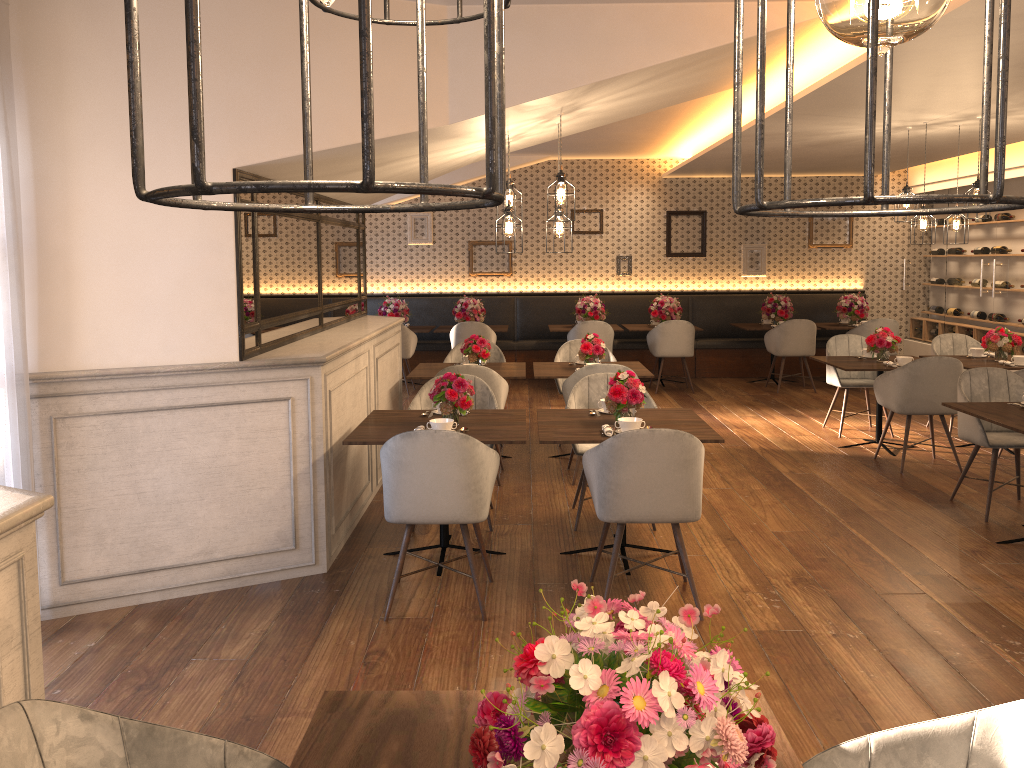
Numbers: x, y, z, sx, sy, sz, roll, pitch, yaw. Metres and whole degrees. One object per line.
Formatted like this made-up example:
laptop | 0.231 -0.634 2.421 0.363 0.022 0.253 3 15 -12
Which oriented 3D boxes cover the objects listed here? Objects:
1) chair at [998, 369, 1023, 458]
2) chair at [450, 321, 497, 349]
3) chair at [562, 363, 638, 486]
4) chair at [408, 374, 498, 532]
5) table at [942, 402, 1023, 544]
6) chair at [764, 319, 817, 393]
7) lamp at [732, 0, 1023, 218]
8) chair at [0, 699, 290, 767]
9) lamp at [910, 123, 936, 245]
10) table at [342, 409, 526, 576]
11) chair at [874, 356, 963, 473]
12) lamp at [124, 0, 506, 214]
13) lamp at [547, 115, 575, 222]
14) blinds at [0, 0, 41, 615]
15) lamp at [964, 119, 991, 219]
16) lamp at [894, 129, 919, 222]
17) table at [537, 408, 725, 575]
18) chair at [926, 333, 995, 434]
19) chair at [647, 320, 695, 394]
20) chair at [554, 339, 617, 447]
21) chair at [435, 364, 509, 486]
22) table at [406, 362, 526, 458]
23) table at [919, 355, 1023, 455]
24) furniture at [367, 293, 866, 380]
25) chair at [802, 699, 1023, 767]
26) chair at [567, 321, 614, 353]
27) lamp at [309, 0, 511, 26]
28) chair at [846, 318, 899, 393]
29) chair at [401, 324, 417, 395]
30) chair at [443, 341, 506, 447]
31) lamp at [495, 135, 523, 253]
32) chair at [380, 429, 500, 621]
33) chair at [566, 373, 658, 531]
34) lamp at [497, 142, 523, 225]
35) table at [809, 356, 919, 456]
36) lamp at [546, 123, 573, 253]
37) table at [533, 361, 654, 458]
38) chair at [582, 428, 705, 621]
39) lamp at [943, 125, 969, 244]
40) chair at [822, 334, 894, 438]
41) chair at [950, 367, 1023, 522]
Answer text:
chair | 4.038 0.189 6.656 0.565 0.868 0.529 0 6 1
chair | -0.470 -0.330 10.557 0.565 0.868 0.529 0 6 1
chair | 0.651 0.254 6.406 0.565 0.868 0.529 0 6 1
chair | -0.353 0.403 5.428 0.565 0.868 0.529 0 6 1
table | 3.016 0.528 4.877 0.896 0.717 0.902 0 7 1
chair | 3.321 -0.354 10.501 0.565 0.868 0.529 0 6 1
lamp | 0.227 -1.137 0.484 0.175 2.060 0.176 0 5 2
chair | -0.598 0.977 1.426 0.526 0.868 0.568 0 6 1
lamp | 3.321 -2.158 7.089 0.175 2.060 0.176 0 5 2
table | -0.369 0.571 4.781 0.896 0.717 0.902 0 7 1
chair | 3.079 0.195 6.670 0.565 0.868 0.529 0 6 1
lamp | -0.100 -1.117 0.363 0.175 2.060 0.176 0 5 2
lamp | 0.295 -2.031 5.373 0.175 2.060 0.176 0 5 2
blinds | -2.106 -0.182 3.137 0.134 2.685 1.388 0 6 1
lamp | 3.641 -2.323 6.866 0.175 2.060 0.176 0 5 2
lamp | 3.324 -2.397 7.400 0.175 2.060 0.176 0 5 2
table | 0.590 0.565 4.766 0.896 0.717 0.902 0 7 1
chair | 4.072 0.000 7.979 0.565 0.868 0.529 0 6 1
chair | 1.905 -0.345 10.522 0.565 0.868 0.529 0 6 1
chair | 0.639 0.065 7.730 0.565 0.868 0.529 0 6 1
chair | -0.308 0.260 6.420 0.565 0.868 0.529 0 6 1
table | -0.336 0.240 7.096 0.896 0.717 0.902 0 7 1
table | 4.010 0.169 7.331 0.896 0.717 0.902 0 7 1
furniture | 1.229 -0.631 11.827 7.087 1.076 0.544 0 6 1
chair | 0.730 0.966 1.425 0.526 0.868 0.568 0 6 1
chair | 0.946 -0.339 10.536 0.565 0.868 0.529 0 6 1
lamp | -0.097 -1.356 0.674 0.175 2.060 0.176 0 5 2
chair | 4.281 -0.361 10.487 0.565 0.868 0.529 0 6 1
chair | -1.429 -0.323 10.571 0.565 0.868 0.529 0 6 1
chair | -0.321 0.071 7.744 0.565 0.868 0.529 0 6 1
lamp | -0.026 -1.866 5.596 0.175 2.060 0.176 0 5 2
chair | -0.341 0.592 4.105 0.565 0.868 0.529 0 6 1
chair | 0.606 0.396 5.414 0.565 0.868 0.529 0 6 1
lamp | -0.023 -2.105 5.906 0.175 2.060 0.176 0 5 2
table | 3.050 0.175 7.346 0.896 0.717 0.902 0 7 1
lamp | 0.301 -1.886 5.717 0.175 2.060 0.176 0 5 2
table | 0.623 0.234 7.082 0.896 0.717 0.902 0 7 1
chair | 0.618 0.585 4.091 0.565 0.868 0.529 0 6 1
lamp | 3.647 -2.178 7.210 0.175 2.060 0.176 0 5 2
chair | 3.113 0.006 7.993 0.565 0.868 0.529 0 6 1
chair | 3.078 0.359 5.524 0.565 0.868 0.529 0 6 1
